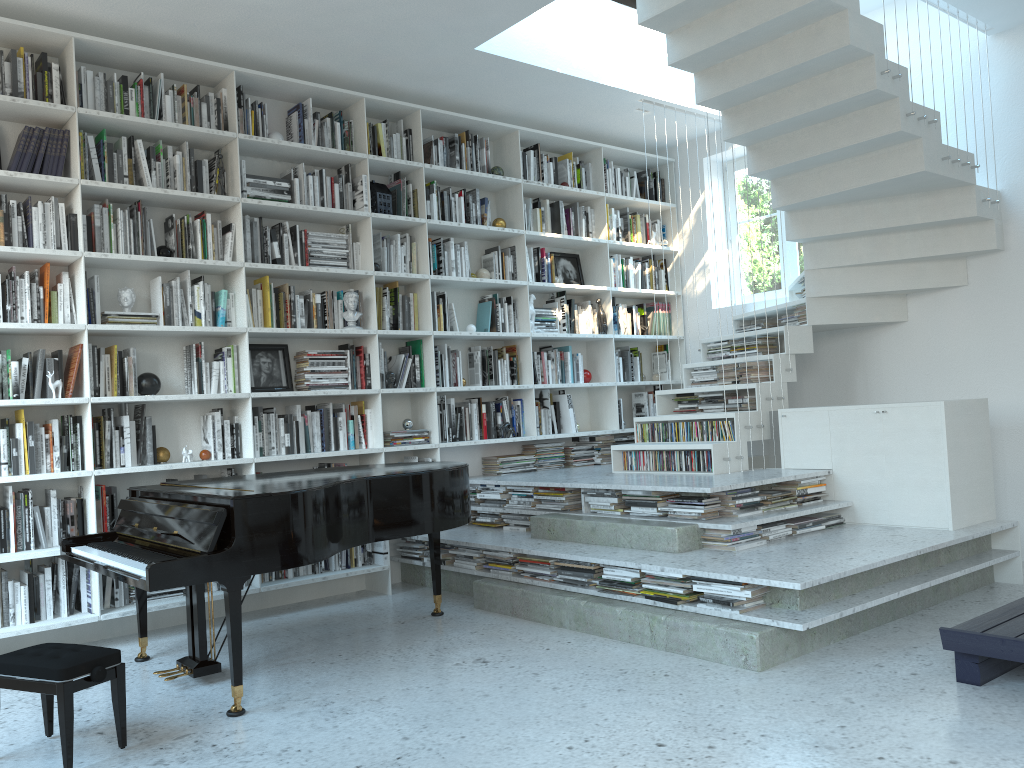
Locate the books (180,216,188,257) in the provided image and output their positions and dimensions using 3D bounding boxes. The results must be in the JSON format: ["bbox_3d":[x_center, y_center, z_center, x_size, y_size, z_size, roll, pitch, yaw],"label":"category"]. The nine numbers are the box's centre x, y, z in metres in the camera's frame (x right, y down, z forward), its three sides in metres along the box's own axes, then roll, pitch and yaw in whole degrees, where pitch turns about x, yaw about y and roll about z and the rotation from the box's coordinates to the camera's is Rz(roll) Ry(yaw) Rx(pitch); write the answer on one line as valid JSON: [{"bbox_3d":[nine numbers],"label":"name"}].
[{"bbox_3d":[-1.860,-0.800,5.000,0.009,0.266,0.149,-2,-2,-39],"label":"books"}]

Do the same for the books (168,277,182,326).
[{"bbox_3d":[-1.876,-0.441,4.935,0.012,0.286,0.167,-2,-2,-39],"label":"books"}]

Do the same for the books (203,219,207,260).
[{"bbox_3d":[-1.775,-0.796,5.048,0.006,0.253,0.180,-2,-2,-39],"label":"books"}]

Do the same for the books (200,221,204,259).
[{"bbox_3d":[-1.791,-0.795,5.043,0.017,0.253,0.139,-2,-2,-39],"label":"books"}]

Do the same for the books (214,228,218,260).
[{"bbox_3d":[-1.729,-0.777,5.097,0.024,0.216,0.142,-2,-2,-39],"label":"books"}]

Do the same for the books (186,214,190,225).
[{"bbox_3d":[-1.843,-0.805,5.001,0.005,0.275,0.157,-2,-2,-39],"label":"books"}]

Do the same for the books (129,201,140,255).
[{"bbox_3d":[-2.059,-0.821,4.831,0.004,0.321,0.153,-2,-2,-39],"label":"books"}]

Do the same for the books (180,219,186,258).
[{"bbox_3d":[-1.861,-0.786,4.959,0.005,0.236,0.178,-2,-2,-39],"label":"books"}]

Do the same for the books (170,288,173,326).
[{"bbox_3d":[-1.922,-0.409,4.930,0.024,0.227,0.137,-2,-2,-39],"label":"books"}]

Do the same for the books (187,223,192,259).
[{"bbox_3d":[-1.832,-0.777,4.980,0.006,0.216,0.181,-2,-2,-39],"label":"books"}]

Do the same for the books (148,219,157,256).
[{"bbox_3d":[-1.993,-0.778,4.880,0.031,0.232,0.148,-2,-2,-39],"label":"books"}]

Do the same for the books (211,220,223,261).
[{"bbox_3d":[-1.706,-0.799,5.105,0.022,0.257,0.155,-2,-2,-39],"label":"books"}]

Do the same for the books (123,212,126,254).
[{"bbox_3d":[-2.112,-0.787,4.784,0.011,0.255,0.152,-2,-2,-39],"label":"books"}]

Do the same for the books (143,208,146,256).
[{"bbox_3d":[-2.035,-0.803,4.848,0.004,0.284,0.167,-2,-2,-39],"label":"books"}]

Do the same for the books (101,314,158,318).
[{"bbox_3d":[-2.078,-0.359,4.784,0.285,0.012,0.159,-2,-3,-37],"label":"books"}]

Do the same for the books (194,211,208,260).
[{"bbox_3d":[-1.773,-0.821,5.055,0.006,0.303,0.165,-2,-2,-39],"label":"books"}]

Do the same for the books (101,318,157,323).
[{"bbox_3d":[-2.072,-0.335,4.778,0.254,0.012,0.161,-1,-3,-44],"label":"books"}]

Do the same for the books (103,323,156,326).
[{"bbox_3d":[-2.078,-0.309,4.786,0.254,0.012,0.161,-2,-3,-39],"label":"books"}]

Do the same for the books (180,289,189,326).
[{"bbox_3d":[-1.861,-0.410,4.966,0.048,0.224,0.149,-2,-2,-39],"label":"books"}]

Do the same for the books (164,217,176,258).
[{"bbox_3d":[-1.911,-0.792,4.956,0.005,0.254,0.161,-2,-2,-39],"label":"books"}]

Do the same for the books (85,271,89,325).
[{"bbox_3d":[-2.256,-0.435,4.666,0.011,0.298,0.135,-2,-2,-39],"label":"books"}]

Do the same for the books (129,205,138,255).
[{"bbox_3d":[-2.065,-0.806,4.808,0.011,0.291,0.176,-2,-2,-39],"label":"books"}]

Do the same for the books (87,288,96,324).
[{"bbox_3d":[-2.229,-0.392,4.671,0.034,0.209,0.136,-2,-2,-39],"label":"books"}]

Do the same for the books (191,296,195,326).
[{"bbox_3d":[-1.828,-0.393,5.000,0.025,0.189,0.140,-2,-2,-39],"label":"books"}]

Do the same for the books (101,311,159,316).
[{"bbox_3d":[-2.075,-0.371,4.781,0.285,0.012,0.159,-1,-3,-43],"label":"books"}]

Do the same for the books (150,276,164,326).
[{"bbox_3d":[-1.954,-0.438,4.876,0.012,0.285,0.159,-2,-2,-39],"label":"books"}]

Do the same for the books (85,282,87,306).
[{"bbox_3d":[-2.257,-0.415,4.641,0.024,0.257,0.134,-2,-2,-39],"label":"books"}]

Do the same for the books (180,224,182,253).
[{"bbox_3d":[-1.884,-0.774,4.973,0.013,0.216,0.149,-2,-2,-39],"label":"books"}]

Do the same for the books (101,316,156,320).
[{"bbox_3d":[-2.076,-0.347,4.782,0.254,0.012,0.161,-1,-3,-42],"label":"books"}]

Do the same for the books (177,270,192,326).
[{"bbox_3d":[-1.836,-0.463,4.979,0.010,0.329,0.173,-2,-2,-39],"label":"books"}]

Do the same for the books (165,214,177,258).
[{"bbox_3d":[-1.909,-0.803,4.968,0.012,0.276,0.129,-2,-2,-39],"label":"books"}]

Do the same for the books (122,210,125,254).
[{"bbox_3d":[-2.121,-0.789,4.777,0.010,0.261,0.169,-2,-2,-39],"label":"books"}]

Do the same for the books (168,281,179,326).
[{"bbox_3d":[-1.896,-0.430,4.933,0.022,0.267,0.151,-2,-2,-39],"label":"books"}]

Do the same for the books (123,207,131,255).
[{"bbox_3d":[-2.091,-0.799,4.789,0.011,0.279,0.169,-2,-2,-39],"label":"books"}]

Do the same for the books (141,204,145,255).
[{"bbox_3d":[-2.040,-0.813,4.847,0.005,0.305,0.162,-2,-2,-39],"label":"books"}]

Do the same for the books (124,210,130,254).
[{"bbox_3d":[-2.094,-0.790,4.778,0.009,0.261,0.180,-2,-2,-39],"label":"books"}]

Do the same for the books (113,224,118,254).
[{"bbox_3d":[-2.148,-0.751,4.751,0.029,0.186,0.149,-2,-2,-39],"label":"books"}]

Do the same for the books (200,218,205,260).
[{"bbox_3d":[-1.783,-0.802,5.050,0.004,0.265,0.142,-2,-2,-39],"label":"books"}]

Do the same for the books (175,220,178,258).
[{"bbox_3d":[-1.900,-0.785,4.970,0.005,0.239,0.146,-2,-2,-39],"label":"books"}]

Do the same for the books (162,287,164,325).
[{"bbox_3d":[-1.952,-0.411,4.892,0.010,0.232,0.154,-2,-2,-39],"label":"books"}]

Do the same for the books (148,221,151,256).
[{"bbox_3d":[-2.017,-0.770,4.871,0.012,0.218,0.151,-2,-2,-39],"label":"books"}]

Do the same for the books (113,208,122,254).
[{"bbox_3d":[-2.121,-0.791,4.744,0.009,0.263,0.189,-2,-2,-39],"label":"books"}]

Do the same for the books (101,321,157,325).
[{"bbox_3d":[-2.073,-0.322,4.780,0.254,0.012,0.161,-1,-3,-43],"label":"books"}]

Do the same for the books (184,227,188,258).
[{"bbox_3d":[-1.861,-0.767,4.987,0.011,0.200,0.162,-2,-2,-39],"label":"books"}]

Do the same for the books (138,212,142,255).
[{"bbox_3d":[-2.047,-0.792,4.829,0.010,0.261,0.158,-2,-2,-39],"label":"books"}]

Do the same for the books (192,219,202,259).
[{"bbox_3d":[-1.795,-0.792,5.009,0.013,0.243,0.189,-2,-2,-39],"label":"books"}]

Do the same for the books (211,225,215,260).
[{"bbox_3d":[-1.743,-0.784,5.086,0.011,0.229,0.166,-2,-2,-39],"label":"books"}]

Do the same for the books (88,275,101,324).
[{"bbox_3d":[-2.206,-0.427,4.685,0.021,0.277,0.136,-2,-2,-39],"label":"books"}]

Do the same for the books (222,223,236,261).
[{"bbox_3d":[-1.658,-0.791,5.115,0.064,0.237,0.209,-2,-2,-39],"label":"books"}]

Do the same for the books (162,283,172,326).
[{"bbox_3d":[-1.926,-0.420,4.891,0.030,0.247,0.174,-2,-2,-39],"label":"books"}]

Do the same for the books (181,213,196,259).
[{"bbox_3d":[-1.836,-0.811,5.021,0.033,0.287,0.155,-2,-2,-39],"label":"books"}]

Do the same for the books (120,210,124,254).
[{"bbox_3d":[-2.114,-0.786,4.752,0.012,0.251,0.184,-2,-2,-39],"label":"books"}]

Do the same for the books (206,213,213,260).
[{"bbox_3d":[-1.758,-0.811,5.062,0.022,0.284,0.190,-2,-2,-39],"label":"books"}]

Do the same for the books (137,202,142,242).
[{"bbox_3d":[-2.051,-0.818,4.844,0.005,0.316,0.157,-2,-2,-39],"label":"books"}]

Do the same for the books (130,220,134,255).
[{"bbox_3d":[-2.076,-0.765,4.789,0.011,0.209,0.181,-2,-2,-39],"label":"books"}]

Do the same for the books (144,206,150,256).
[{"bbox_3d":[-2.017,-0.806,4.839,0.011,0.287,0.189,-2,-2,-39],"label":"books"}]

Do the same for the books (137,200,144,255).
[{"bbox_3d":[-2.046,-0.826,4.845,0.005,0.331,0.161,-2,-2,-39],"label":"books"}]

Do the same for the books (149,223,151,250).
[{"bbox_3d":[-2.009,-0.766,4.875,0.004,0.209,0.132,-2,-2,-39],"label":"books"}]

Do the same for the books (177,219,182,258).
[{"bbox_3d":[-1.881,-0.787,4.954,0.005,0.240,0.174,-2,-2,-39],"label":"books"}]
